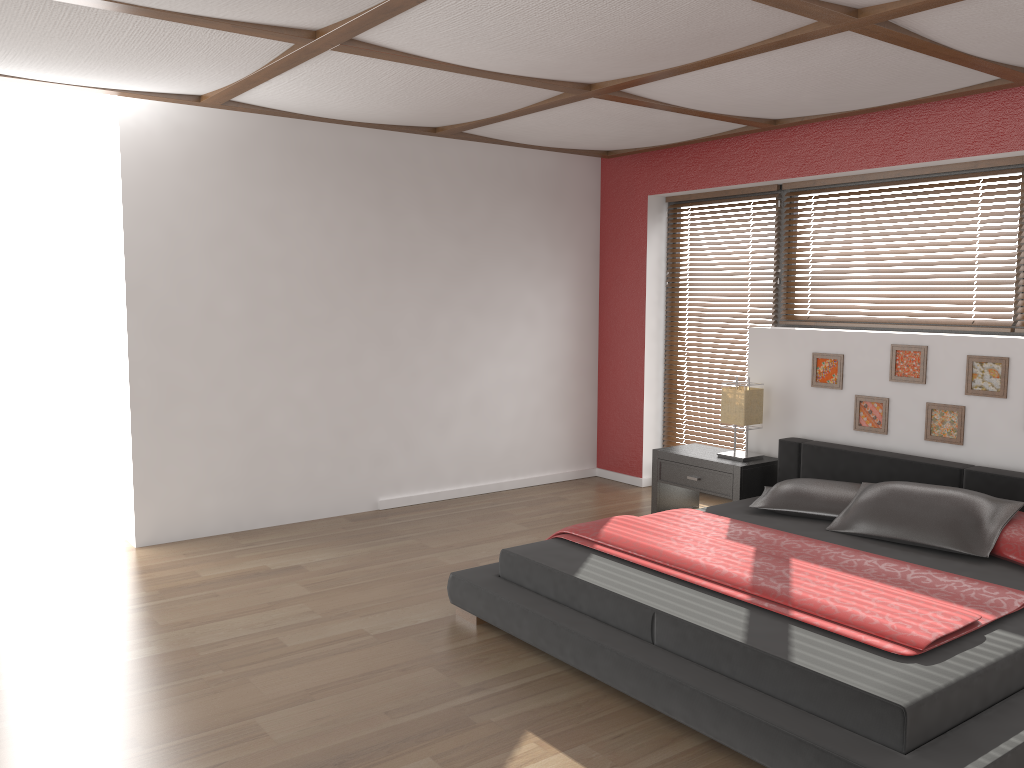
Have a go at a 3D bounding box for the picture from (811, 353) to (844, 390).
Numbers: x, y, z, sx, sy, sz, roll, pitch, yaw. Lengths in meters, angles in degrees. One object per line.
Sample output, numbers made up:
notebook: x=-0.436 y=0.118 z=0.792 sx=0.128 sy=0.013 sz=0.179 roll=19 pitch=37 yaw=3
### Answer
picture: x=1.809 y=-0.075 z=5.089 sx=0.010 sy=0.200 sz=0.200 roll=-4 pitch=7 yaw=-36

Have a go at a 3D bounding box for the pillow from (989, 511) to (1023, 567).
pillow: x=2.185 y=0.656 z=3.762 sx=0.418 sy=0.172 sz=0.745 roll=-2 pitch=6 yaw=-17

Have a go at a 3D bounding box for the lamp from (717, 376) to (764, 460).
lamp: x=1.384 y=0.195 z=5.344 sx=0.200 sy=0.480 sz=0.200 roll=-4 pitch=7 yaw=-36

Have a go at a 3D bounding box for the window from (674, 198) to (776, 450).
window: x=1.458 y=-0.318 z=6.138 sx=0.020 sy=1.893 sz=0.889 roll=-4 pitch=7 yaw=-36

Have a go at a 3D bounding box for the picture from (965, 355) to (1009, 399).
picture: x=2.341 y=-0.037 z=4.373 sx=0.010 sy=0.200 sz=0.200 roll=-4 pitch=7 yaw=-36

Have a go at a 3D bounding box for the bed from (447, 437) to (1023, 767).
bed: x=1.253 y=0.735 z=3.819 sx=2.413 sy=0.577 sz=2.469 roll=-4 pitch=7 yaw=-36

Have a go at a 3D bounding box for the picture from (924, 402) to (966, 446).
picture: x=2.222 y=0.203 z=4.556 sx=0.010 sy=0.200 sz=0.200 roll=-4 pitch=7 yaw=-36

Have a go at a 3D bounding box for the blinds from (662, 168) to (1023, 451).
blinds: x=2.565 y=-0.116 z=4.544 sx=0.032 sy=1.952 sz=4.840 roll=-4 pitch=7 yaw=-36

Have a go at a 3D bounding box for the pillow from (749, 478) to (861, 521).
pillow: x=1.599 y=0.583 z=4.458 sx=0.745 sy=0.172 sz=0.418 roll=3 pitch=7 yaw=28

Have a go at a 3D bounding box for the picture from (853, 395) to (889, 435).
picture: x=1.977 y=0.168 z=4.884 sx=0.010 sy=0.200 sz=0.200 roll=-4 pitch=7 yaw=-36

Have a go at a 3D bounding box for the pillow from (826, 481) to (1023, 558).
pillow: x=1.835 y=0.579 z=3.992 sx=0.386 sy=0.241 sz=0.744 roll=-5 pitch=8 yaw=-41

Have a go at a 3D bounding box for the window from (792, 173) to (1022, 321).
window: x=2.624 y=-0.695 z=4.524 sx=0.020 sy=0.786 sz=2.817 roll=-4 pitch=7 yaw=-36

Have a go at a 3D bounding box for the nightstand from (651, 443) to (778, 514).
nightstand: x=1.255 y=0.643 z=5.494 sx=0.413 sy=0.423 sz=0.700 roll=-4 pitch=7 yaw=-36

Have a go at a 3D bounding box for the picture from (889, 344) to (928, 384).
picture: x=2.098 y=-0.106 z=4.696 sx=0.010 sy=0.200 sz=0.200 roll=-4 pitch=7 yaw=-36
